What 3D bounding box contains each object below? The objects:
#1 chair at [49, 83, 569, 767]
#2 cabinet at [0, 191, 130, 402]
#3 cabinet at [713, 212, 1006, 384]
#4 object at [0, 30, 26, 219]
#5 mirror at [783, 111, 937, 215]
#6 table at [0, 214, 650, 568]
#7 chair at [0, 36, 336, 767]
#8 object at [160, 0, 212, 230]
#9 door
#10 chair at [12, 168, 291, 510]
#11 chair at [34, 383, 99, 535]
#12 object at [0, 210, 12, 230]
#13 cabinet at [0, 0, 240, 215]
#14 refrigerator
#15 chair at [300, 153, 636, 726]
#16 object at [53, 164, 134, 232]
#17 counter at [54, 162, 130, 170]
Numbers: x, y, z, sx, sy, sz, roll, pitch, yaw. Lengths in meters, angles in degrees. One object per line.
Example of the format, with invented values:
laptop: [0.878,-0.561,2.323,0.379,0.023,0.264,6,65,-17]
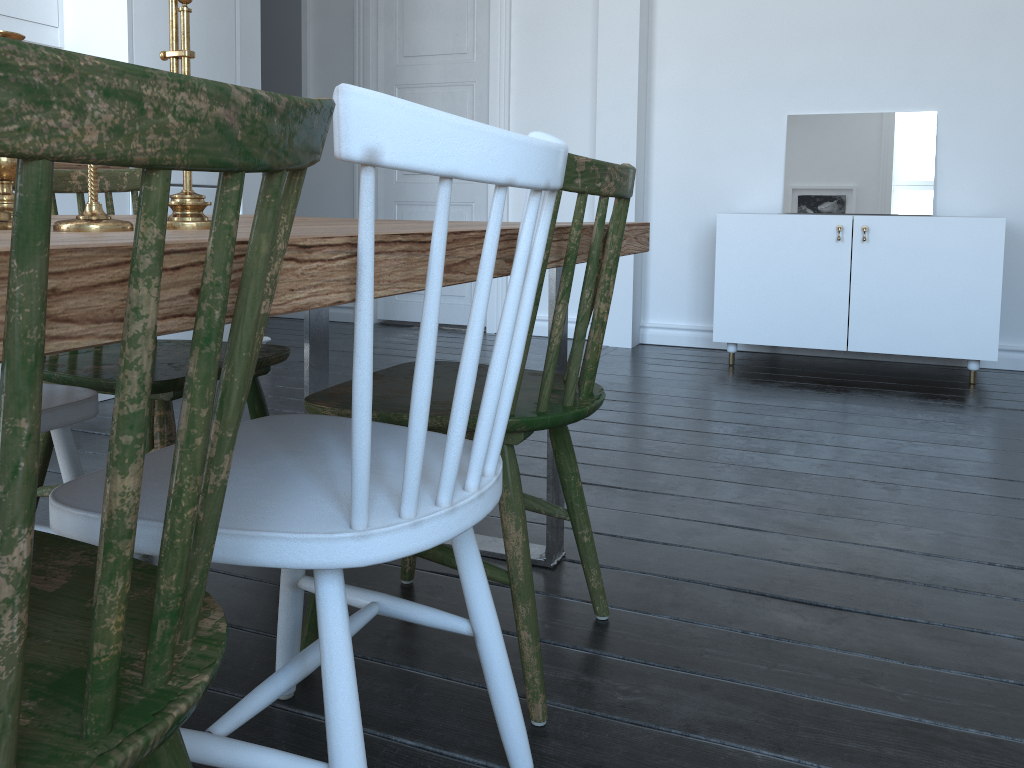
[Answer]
chair: [-0.199,0.118,1.013,0.511,0.833,0.471,3,7,22]
cabinet: [-2.463,-0.115,2.088,0.732,0.804,3.219,5,12,30]
cabinet: [1.613,-0.439,4.191,1.203,0.727,0.596,5,8,22]
object: [-0.656,-0.326,1.136,0.101,0.245,0.101,-5,8,-44]
mirror: [1.729,-1.102,4.402,0.697,0.497,0.054,5,6,22]
table: [-0.601,0.164,1.068,1.020,0.707,2.256,4,11,22]
chair: [-0.401,0.213,0.567,0.486,0.819,0.472,3,7,21]
object: [-0.407,-0.397,1.098,0.114,0.406,0.114,-1,5,-16]
door: [-0.483,-1.570,5.342,1.044,2.449,0.117,3,5,22]
chair: [-0.739,-0.030,1.754,0.486,0.819,0.472,3,7,21]
chair: [-0.941,0.049,1.306,0.511,0.833,0.471,3,7,22]
object: [-0.634,-0.326,0.982,0.140,0.307,0.142,-2,6,-25]
cabinet: [-2.305,-0.938,2.309,0.782,2.341,3.835,3,10,26]
refrigerator: [-1.580,-0.918,3.691,0.683,1.783,0.581,3,6,22]
chair: [-0.051,0.036,1.472,0.486,0.818,0.472,3,7,21]
object: [-0.459,-0.247,0.964,0.080,0.159,0.081,-1,6,-21]
counter: [-2.406,-0.536,2.025,0.848,0.073,3.140,5,12,21]
